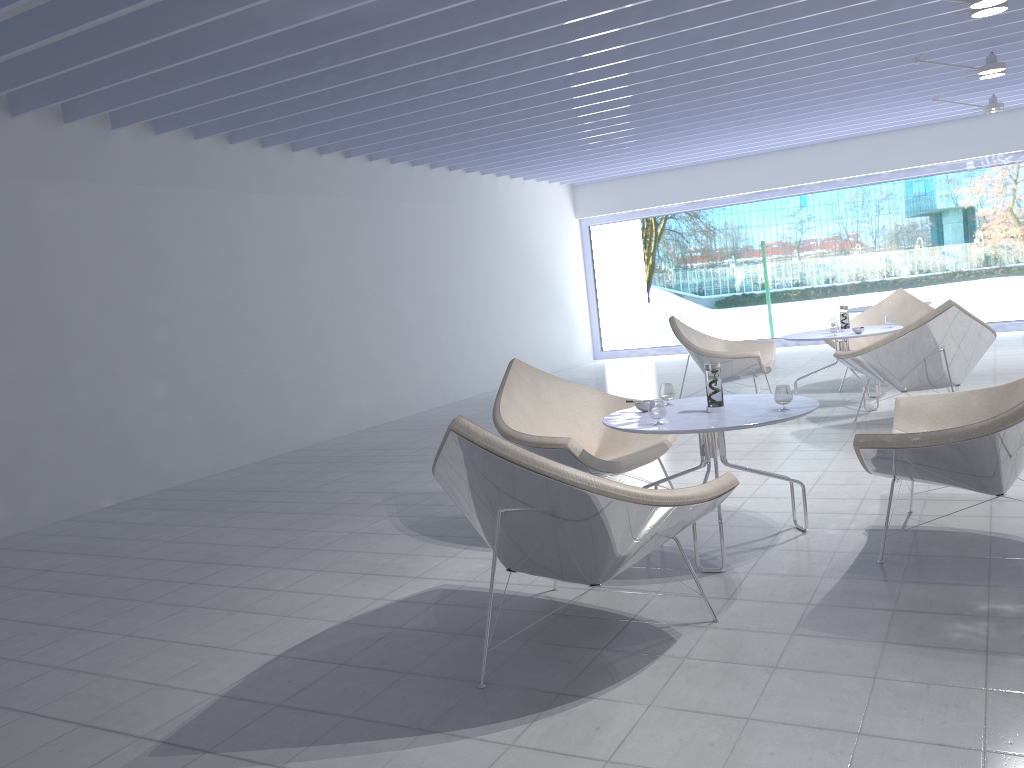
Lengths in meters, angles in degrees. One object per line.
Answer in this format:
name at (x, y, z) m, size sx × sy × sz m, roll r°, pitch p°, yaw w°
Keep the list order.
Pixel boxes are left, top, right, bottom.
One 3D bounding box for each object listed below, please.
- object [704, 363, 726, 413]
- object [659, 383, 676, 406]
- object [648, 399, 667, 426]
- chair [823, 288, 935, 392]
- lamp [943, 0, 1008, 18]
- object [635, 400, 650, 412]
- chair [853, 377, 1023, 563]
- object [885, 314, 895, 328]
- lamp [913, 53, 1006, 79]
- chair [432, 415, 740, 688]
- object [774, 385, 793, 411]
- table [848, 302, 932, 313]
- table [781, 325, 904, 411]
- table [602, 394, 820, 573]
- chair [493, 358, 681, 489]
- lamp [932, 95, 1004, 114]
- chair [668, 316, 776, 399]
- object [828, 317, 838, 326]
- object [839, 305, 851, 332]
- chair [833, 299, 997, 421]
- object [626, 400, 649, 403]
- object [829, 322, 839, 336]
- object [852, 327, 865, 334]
object at (0.777, 0.013, 3.411) m, size 0.075 × 0.185 × 0.075 m, roll -7°, pitch 6°, yaw -8°
object at (0.651, 0.044, 3.713) m, size 0.068 × 0.091 × 0.068 m, roll -4°, pitch 6°, yaw 19°
object at (0.534, 0.104, 3.256) m, size 0.068 × 0.091 × 0.068 m, roll -4°, pitch 6°, yaw 19°
chair at (3.051, -0.374, 7.123) m, size 0.906 × 0.759 × 0.753 m, roll -2°, pitch 7°, yaw 39°
lamp at (2.238, -2.015, 4.610) m, size 0.587 × 0.218 × 0.380 m, roll -3°, pitch 7°, yaw 29°
object at (0.542, 0.091, 3.610) m, size 0.082 × 0.043 × 0.082 m, roll -3°, pitch 7°, yaw 31°
chair at (1.697, 0.185, 3.146) m, size 0.753 × 0.759 × 0.906 m, roll -3°, pitch 7°, yaw 33°
object at (2.663, -0.442, 6.246) m, size 0.068 × 0.091 × 0.068 m, roll -4°, pitch 6°, yaw 22°
lamp at (3.234, -2.312, 6.423) m, size 0.587 × 0.218 × 0.380 m, roll -3°, pitch 7°, yaw 29°
chair at (0.123, 0.410, 2.686) m, size 0.906 × 0.759 × 0.753 m, roll -1°, pitch 8°, yaw 44°
object at (0.998, 0.050, 3.260) m, size 0.068 × 0.091 × 0.068 m, roll -4°, pitch 6°, yaw 19°
table at (3.706, -0.499, 8.747) m, size 0.823 × 0.534 × 0.825 m, roll -8°, pitch 6°, yaw -14°
table at (2.392, -0.110, 6.392) m, size 0.825 × 0.534 × 0.823 m, roll -4°, pitch 6°, yaw 20°
table at (0.794, 0.367, 3.485) m, size 0.825 × 0.534 × 0.823 m, roll -6°, pitch 6°, yaw 6°
chair at (0.282, 0.246, 4.123) m, size 0.906 × 0.759 × 0.753 m, roll -12°, pitch 8°, yaw -43°
lamp at (4.239, -2.613, 8.253) m, size 0.587 × 0.218 × 0.380 m, roll -3°, pitch 7°, yaw 29°
chair at (1.604, -0.183, 6.865) m, size 0.753 × 0.759 × 0.906 m, roll -4°, pitch 6°, yaw 25°
object at (2.400, -0.452, 6.632) m, size 0.068 × 0.091 × 0.068 m, roll -11°, pitch 7°, yaw -38°
object at (2.386, -0.472, 6.364) m, size 0.075 × 0.189 × 0.075 m, roll -4°, pitch 6°, yaw 21°
chair at (2.535, -0.142, 5.425) m, size 0.906 × 0.759 × 0.753 m, roll -7°, pitch 6°, yaw -1°
object at (0.514, 0.072, 3.627) m, size 0.098 × 0.016 × 0.012 m, roll -3°, pitch 7°, yaw 29°
object at (2.216, -0.376, 6.097) m, size 0.068 × 0.091 × 0.068 m, roll -10°, pitch 7°, yaw -32°
object at (2.369, -0.366, 6.063) m, size 0.082 × 0.043 × 0.082 m, roll -7°, pitch 6°, yaw -2°
